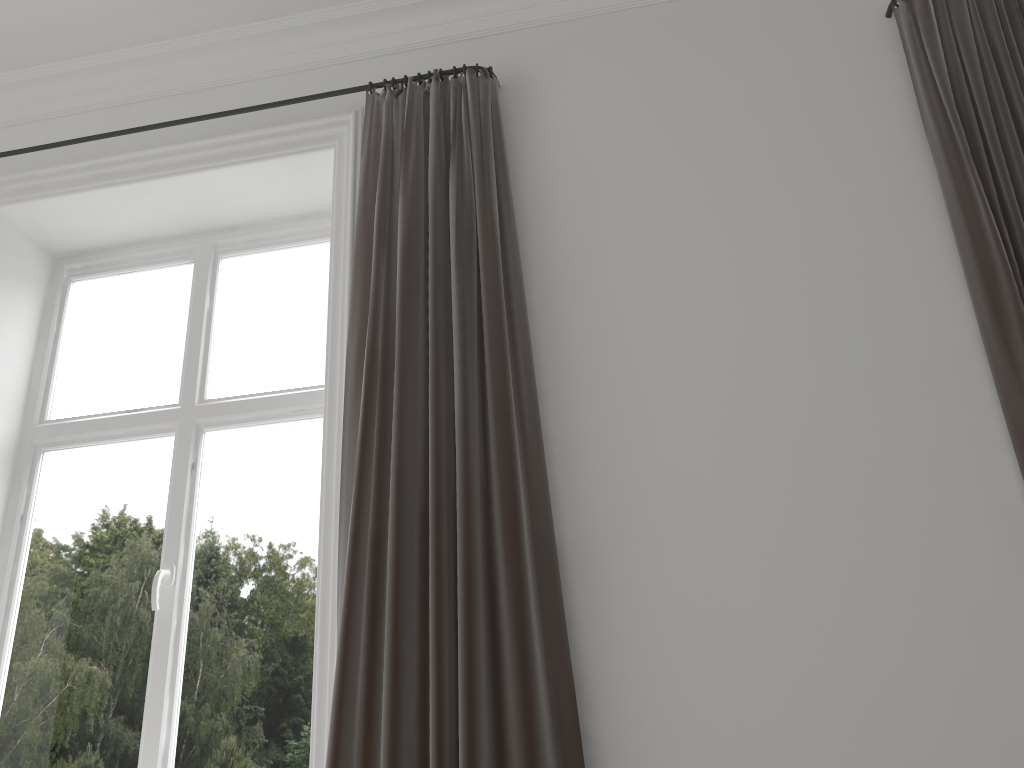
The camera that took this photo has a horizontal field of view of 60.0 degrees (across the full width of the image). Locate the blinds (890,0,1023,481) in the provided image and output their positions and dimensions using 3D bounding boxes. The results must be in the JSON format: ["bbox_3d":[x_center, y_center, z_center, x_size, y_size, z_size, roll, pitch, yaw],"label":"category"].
[{"bbox_3d":[1.188,0.180,1.618,0.582,2.681,0.294,-10,-25,16],"label":"blinds"}]

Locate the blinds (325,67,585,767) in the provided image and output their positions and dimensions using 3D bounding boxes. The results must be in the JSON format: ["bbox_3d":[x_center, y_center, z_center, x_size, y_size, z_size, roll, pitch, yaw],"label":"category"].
[{"bbox_3d":[-0.214,0.336,1.799,0.769,2.680,0.318,-5,-24,5],"label":"blinds"}]

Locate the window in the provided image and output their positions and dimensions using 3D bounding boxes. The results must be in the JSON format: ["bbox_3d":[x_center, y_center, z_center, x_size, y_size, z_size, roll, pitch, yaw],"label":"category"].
[{"bbox_3d":[-0.960,0.387,2.517,1.112,1.956,0.120,-7,-24,9],"label":"window"}]
